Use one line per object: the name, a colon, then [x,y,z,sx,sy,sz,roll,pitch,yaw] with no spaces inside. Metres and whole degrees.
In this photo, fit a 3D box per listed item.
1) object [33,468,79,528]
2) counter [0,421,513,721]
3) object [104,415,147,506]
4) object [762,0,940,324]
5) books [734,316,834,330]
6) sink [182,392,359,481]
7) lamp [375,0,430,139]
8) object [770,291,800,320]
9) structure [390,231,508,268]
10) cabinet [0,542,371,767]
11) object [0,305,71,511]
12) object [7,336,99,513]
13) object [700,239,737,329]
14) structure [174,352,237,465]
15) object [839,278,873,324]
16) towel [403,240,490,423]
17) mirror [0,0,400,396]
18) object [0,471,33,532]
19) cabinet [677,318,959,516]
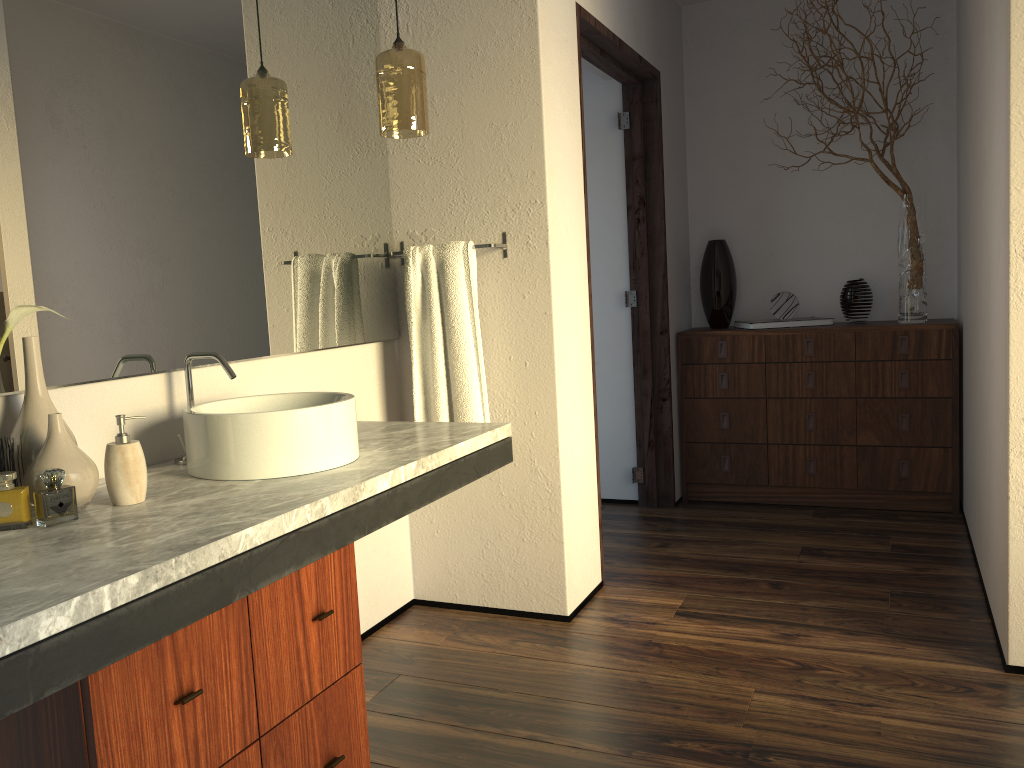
object: [-0.744,0.182,1.441,0.040,0.090,0.056,1,7,34]
counter: [-0.708,0.284,1.385,0.598,0.101,2.217,-1,7,24]
object: [-0.687,0.133,1.570,0.071,0.158,0.070,-2,6,7]
object: [1.419,-0.980,3.814,0.719,1.449,0.839,-6,6,-22]
books: [1.310,-0.285,4.081,0.497,0.034,0.247,-3,6,0]
sink: [-0.508,0.103,1.882,0.358,0.130,0.356,-3,6,2]
lamp: [-0.321,-1.124,2.415,0.136,0.867,0.141,-6,6,-23]
object: [1.259,-0.362,4.089,0.133,0.131,0.129,-1,6,20]
structure: [-0.203,-0.414,2.732,0.376,0.088,0.100,-1,7,25]
cabinet: [-0.646,0.605,1.615,0.522,0.599,0.647,-1,6,24]
object: [-0.884,-0.021,1.493,0.189,0.504,0.243,-3,6,2]
object: [-0.819,0.069,1.559,0.117,0.305,0.246,-8,8,-39]
object: [0.980,-0.473,4.206,0.174,0.417,0.166,1,7,37]
structure: [-0.674,0.053,1.923,0.168,0.242,0.065,0,7,28]
object: [1.538,-0.371,3.954,0.136,0.200,0.141,-5,6,-21]
towel: [-0.202,-0.110,2.703,0.264,0.636,0.157,2,8,42]
mirror: [-1.194,-0.480,1.015,0.017,1.152,4.003,-1,7,24]
object: [-0.816,0.189,1.427,0.065,0.092,0.039,-5,6,-15]
cabinet: [1.381,0.133,4.047,1.161,0.800,0.395,-1,6,25]
